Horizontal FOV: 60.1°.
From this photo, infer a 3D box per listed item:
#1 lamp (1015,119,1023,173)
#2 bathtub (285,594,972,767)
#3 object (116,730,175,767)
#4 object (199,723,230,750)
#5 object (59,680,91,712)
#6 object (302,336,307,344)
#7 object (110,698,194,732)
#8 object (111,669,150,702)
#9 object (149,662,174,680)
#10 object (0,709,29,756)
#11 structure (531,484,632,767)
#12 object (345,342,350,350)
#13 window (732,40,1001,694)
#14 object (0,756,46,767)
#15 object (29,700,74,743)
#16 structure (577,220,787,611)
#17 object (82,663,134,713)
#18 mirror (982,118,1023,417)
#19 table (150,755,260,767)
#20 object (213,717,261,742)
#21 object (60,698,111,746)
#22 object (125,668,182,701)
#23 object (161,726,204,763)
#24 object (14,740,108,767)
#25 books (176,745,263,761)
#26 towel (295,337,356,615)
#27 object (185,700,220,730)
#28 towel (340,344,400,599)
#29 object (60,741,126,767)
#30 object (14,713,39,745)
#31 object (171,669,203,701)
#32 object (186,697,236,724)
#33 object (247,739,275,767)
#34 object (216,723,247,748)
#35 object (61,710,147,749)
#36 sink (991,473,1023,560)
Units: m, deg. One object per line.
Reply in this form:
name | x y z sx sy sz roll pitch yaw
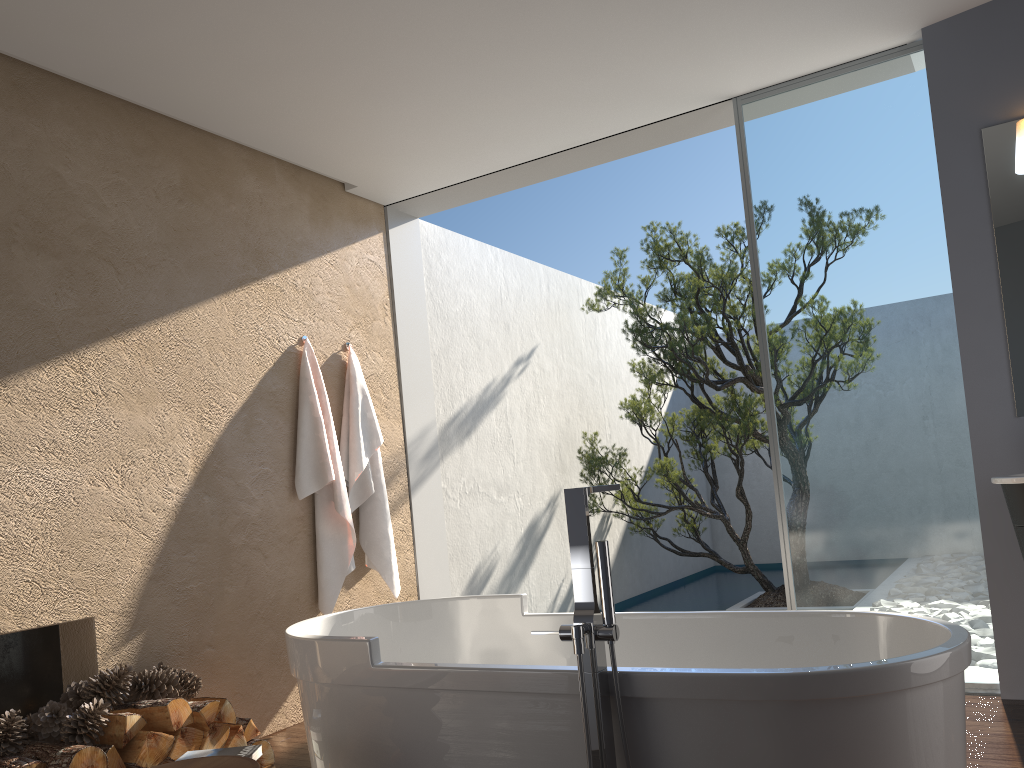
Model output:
lamp | 2.205 -1.023 3.741 0.157 0.213 0.057 -8 -4 30
bathtub | 0.241 1.041 2.664 2.108 0.708 0.914 -9 -7 30
object | -1.555 1.427 3.493 0.448 0.151 0.197 -9 -7 31
object | -1.392 1.475 3.719 0.400 0.138 0.173 -9 -6 27
object | -1.721 1.266 3.541 0.188 0.152 0.161 -11 -7 44
object | -1.145 -0.245 4.911 0.019 0.046 0.046 -7 -5 30
object | -1.498 1.336 3.567 0.403 0.142 0.153 -8 -6 19
object | -1.595 1.268 3.692 0.148 0.175 0.163 -9 -6 35
object | -1.500 1.293 3.834 0.140 0.182 0.151 -7 -5 22
object | -1.867 1.293 3.264 0.143 0.170 0.139 -4 -5 -14
structure | 0.238 0.793 2.170 0.281 1.082 0.226 -4 -3 -27
object | -0.963 -0.224 5.221 0.019 0.046 0.046 -7 -5 30
window | 2.082 -0.111 3.995 1.893 2.989 0.021 -8 -4 30
object | -1.881 1.423 3.187 0.447 0.150 0.163 -9 -6 30
object | -1.780 1.316 3.436 0.171 0.180 0.176 -5 -5 1
structure | 1.889 0.338 7.360 2.595 3.454 2.524 -7 -5 23
object | -1.609 1.215 3.524 0.190 0.191 0.167 -5 -5 -2
mirror | 2.265 -0.511 3.747 0.356 1.264 0.012 -7 -3 30
table | -0.827 1.228 2.261 0.387 0.431 0.385 -9 -6 41
object | -1.309 1.522 3.921 0.423 0.102 0.116 -9 -6 28
object | -1.605 1.282 3.330 0.172 0.186 0.160 -2 -6 -38
object | -1.479 1.266 3.671 0.194 0.178 0.202 -6 -5 12
object | -1.488 1.458 3.600 0.448 0.153 0.197 -8 -6 25
object | -1.677 1.403 3.241 0.398 0.167 0.168 -9 -6 30
books | -0.966 1.230 2.885 0.253 0.034 0.184 -5 -7 0
towel | -1.014 0.496 4.844 0.182 1.535 0.400 -8 -4 37
object | -1.433 1.385 3.706 0.459 0.114 0.126 -9 -6 27
towel | -0.832 0.501 5.139 0.174 1.502 0.417 -7 -4 33
object | -1.673 1.446 3.398 0.460 0.144 0.133 -9 -6 30
object | -1.888 1.366 3.427 0.152 0.177 0.138 -6 -4 4
object | -1.399 1.288 3.782 0.145 0.149 0.145 0 -7 -45
object | -1.384 1.406 3.788 0.461 0.129 0.119 -9 -6 32
object | -1.250 1.626 3.929 0.400 0.131 0.148 -9 -6 30
object | -1.352 1.527 3.815 0.459 0.114 0.122 -9 -6 28
object | -1.633 1.341 3.470 0.426 0.125 0.131 -9 -6 26
sink | 2.205 0.674 3.320 0.648 1.244 0.649 -6 -4 12
